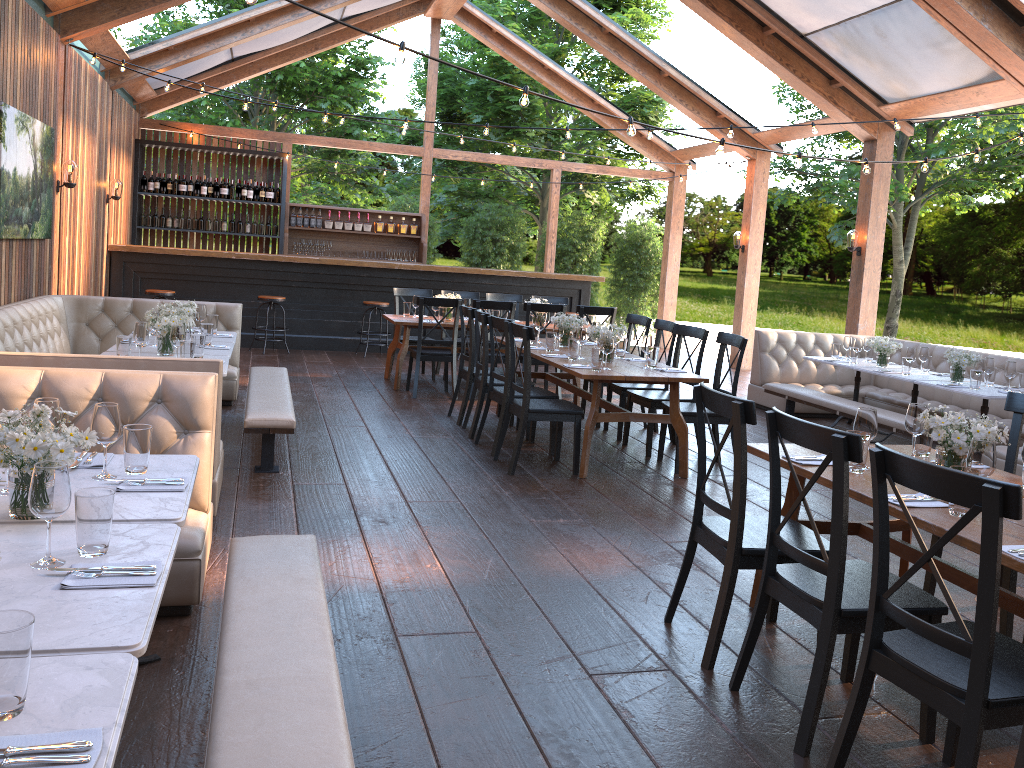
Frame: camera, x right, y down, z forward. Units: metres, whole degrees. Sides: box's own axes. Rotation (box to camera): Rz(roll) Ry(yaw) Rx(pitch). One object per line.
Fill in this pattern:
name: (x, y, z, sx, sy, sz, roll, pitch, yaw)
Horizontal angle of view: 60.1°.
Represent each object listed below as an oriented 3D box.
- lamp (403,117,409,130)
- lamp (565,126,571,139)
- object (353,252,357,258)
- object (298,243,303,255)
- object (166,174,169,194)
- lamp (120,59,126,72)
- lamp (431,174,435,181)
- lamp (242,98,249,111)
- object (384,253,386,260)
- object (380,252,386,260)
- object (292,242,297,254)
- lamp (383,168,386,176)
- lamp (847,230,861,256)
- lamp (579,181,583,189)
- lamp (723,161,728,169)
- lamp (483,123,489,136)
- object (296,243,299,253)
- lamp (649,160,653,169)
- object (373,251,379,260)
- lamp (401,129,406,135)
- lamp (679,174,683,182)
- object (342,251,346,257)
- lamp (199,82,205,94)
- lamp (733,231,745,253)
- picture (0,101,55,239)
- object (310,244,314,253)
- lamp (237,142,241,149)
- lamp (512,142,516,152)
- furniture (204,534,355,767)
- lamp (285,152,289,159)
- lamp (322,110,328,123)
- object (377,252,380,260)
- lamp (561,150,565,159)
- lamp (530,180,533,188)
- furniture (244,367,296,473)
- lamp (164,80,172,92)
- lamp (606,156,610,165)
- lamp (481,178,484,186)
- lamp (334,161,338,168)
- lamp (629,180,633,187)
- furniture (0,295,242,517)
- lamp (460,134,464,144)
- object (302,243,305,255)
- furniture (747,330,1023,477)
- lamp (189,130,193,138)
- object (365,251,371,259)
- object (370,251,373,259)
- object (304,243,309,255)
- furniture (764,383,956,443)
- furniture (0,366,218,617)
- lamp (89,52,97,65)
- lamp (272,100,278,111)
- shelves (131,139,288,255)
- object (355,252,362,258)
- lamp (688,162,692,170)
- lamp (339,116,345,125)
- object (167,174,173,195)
lamp: (-0.996, -2.439, 8.287, 0.056, 0.119, 0.060, 0, 6, -36)
lamp: (0.529, -2.347, 8.263, 0.057, 0.119, 0.057, 2, 6, -22)
object: (-2.570, -2.123, 14.570, 0.124, 0.096, 0.125, 3, 7, -5)
object: (-3.350, -2.140, 13.995, 0.070, 0.184, 0.070, 3, 5, -12)
object: (-5.243, -3.043, 13.493, 0.077, 0.307, 0.078, 1, 6, -37)
lamp: (-3.804, -3.115, 8.650, 0.056, 0.120, 0.056, 8, 6, 35)
lamp: (-1.210, -3.184, 13.640, 0.059, 0.119, 0.057, -1, 7, -43)
lamp: (-2.509, -2.633, 8.335, 0.056, 0.120, 0.057, 4, 5, 0)
object: (-2.094, -2.118, 14.651, 0.097, 0.134, 0.098, 1, 7, -29)
object: (-2.129, -2.104, 14.534, 0.097, 0.134, 0.098, 1, 7, -29)
object: (-3.434, -2.143, 13.978, 0.070, 0.184, 0.070, 3, 5, -12)
lamp: (-1.967, -3.279, 13.670, 0.056, 0.120, 0.056, 6, 5, 17)
lamp: (4.213, -1.742, 10.904, 0.178, 0.318, 0.147, 3, 5, -16)
lamp: (1.063, -3.056, 13.609, 0.056, 0.120, 0.056, 8, 7, 39)
lamp: (3.181, -3.265, 13.199, 0.056, 0.117, 0.067, 3, 5, -9)
lamp: (-0.240, -2.383, 8.280, 0.056, 0.120, 0.056, 9, 7, 42)
object: (-3.396, -2.153, 14.067, 0.070, 0.184, 0.070, 3, 5, -12)
lamp: (1.937, -3.065, 12.355, 0.056, 0.120, 0.057, 2, 6, -23)
object: (-2.231, -2.104, 14.487, 0.097, 0.134, 0.098, 1, 7, -29)
lamp: (-1.254, -2.948, 10.277, 0.056, 0.119, 0.056, 7, 6, 30)
lamp: (2.587, -3.148, 13.538, 0.056, 0.119, 0.057, 3, 5, -8)
object: (-2.767, -2.124, 14.483, 0.124, 0.096, 0.125, 3, 7, -5)
lamp: (-3.176, -3.033, 9.071, 0.061, 0.118, 0.057, 4, 5, 0)
lamp: (3.473, -2.176, 13.551, 0.178, 0.318, 0.147, 3, 5, -16)
picture: (-3.972, -1.687, 7.237, 0.065, 0.992, 1.663, 3, 7, -16)
object: (-3.178, -2.138, 14.065, 0.070, 0.184, 0.070, 3, 5, -12)
lamp: (-4.219, -3.688, 13.676, 0.056, 0.119, 0.058, 7, 6, 28)
lamp: (0.030, -2.969, 11.101, 0.056, 0.120, 0.056, 5, 5, 10)
furniture: (-0.598, 0.928, 2.230, 0.312, 0.396, 2.346, 2, 8, -16)
lamp: (-3.470, -3.530, 13.666, 0.056, 0.118, 0.062, 3, 5, -10)
lamp: (-1.754, -2.516, 8.316, 0.056, 0.120, 0.056, 6, 5, 18)
object: (-2.203, -2.121, 14.618, 0.097, 0.134, 0.098, 1, 7, -29)
lamp: (0.666, -2.986, 11.516, 0.056, 0.120, 0.056, 4, 5, 3)
lamp: (0.302, -3.074, 13.617, 0.056, 0.120, 0.056, 8, 6, 36)
furniture: (-1.809, 0.217, 6.565, 0.312, 0.396, 2.346, 2, 8, -16)
lamp: (-3.250, -2.817, 8.347, 0.056, 0.117, 0.066, 5, 5, 13)
lamp: (1.301, -3.015, 11.931, 0.056, 0.120, 0.056, 4, 5, 0)
lamp: (-0.455, -3.120, 13.641, 0.056, 0.120, 0.056, 9, 7, 42)
lamp: (-2.721, -3.393, 13.660, 0.056, 0.118, 0.061, 3, 5, -17)
lamp: (1.831, -3.072, 13.560, 0.064, 0.118, 0.057, 3, 5, -13)
furniture: (-2.862, -0.043, 6.248, 1.708, 0.854, 4.190, 2, 8, -16)
lamp: (-0.602, -2.954, 10.681, 0.056, 0.120, 0.057, 3, 5, -10)
object: (-3.315, -2.152, 14.101, 0.070, 0.184, 0.070, 3, 5, -12)
furniture: (4.055, 0.160, 8.220, 1.708, 0.854, 4.190, 2, 8, -16)
lamp: (-4.954, -3.862, 13.659, 0.056, 0.117, 0.067, 1, 6, -30)
object: (-2.351, -2.109, 14.459, 0.097, 0.134, 0.098, 1, 7, -29)
object: (-2.320, -2.127, 14.601, 0.097, 0.134, 0.098, 1, 7, -29)
object: (-3.257, -2.137, 14.022, 0.070, 0.184, 0.070, 3, 5, -12)
furniture: (3.006, 0.359, 7.932, 0.312, 0.396, 2.346, 2, 8, -16)
furniture: (-1.650, 0.668, 1.911, 1.708, 0.854, 4.190, 2, 8, -16)
lamp: (-3.968, -3.082, 8.378, 0.065, 0.117, 0.056, 8, 6, 34)
lamp: (-2.536, -2.978, 9.461, 0.059, 0.119, 0.056, 7, 6, 27)
shelves: (-4.700, -2.249, 13.777, 2.201, 2.814, 0.505, 2, 5, -16)
object: (-2.505, -2.098, 14.430, 0.124, 0.096, 0.125, 3, 7, -5)
lamp: (2.571, -3.144, 12.776, 0.056, 0.120, 0.057, 0, 6, -38)
lamp: (-1.896, -2.953, 9.868, 0.056, 0.119, 0.056, 7, 6, 34)
object: (-5.188, -3.029, 13.419, 0.078, 0.310, 0.078, 2, 5, -21)
